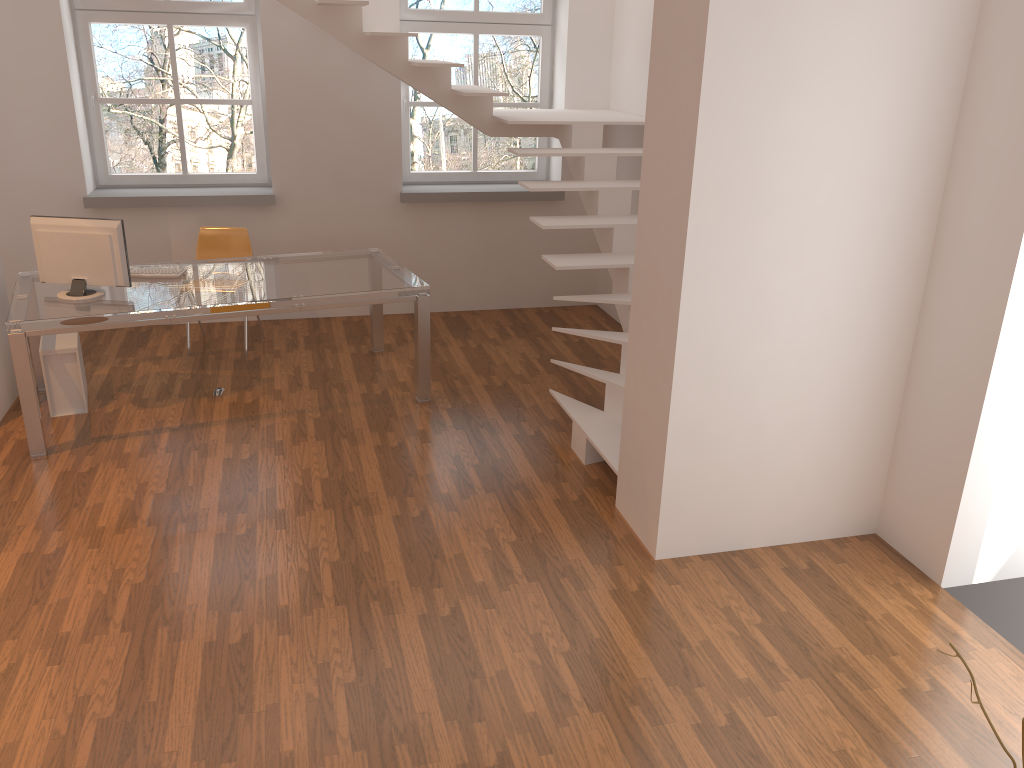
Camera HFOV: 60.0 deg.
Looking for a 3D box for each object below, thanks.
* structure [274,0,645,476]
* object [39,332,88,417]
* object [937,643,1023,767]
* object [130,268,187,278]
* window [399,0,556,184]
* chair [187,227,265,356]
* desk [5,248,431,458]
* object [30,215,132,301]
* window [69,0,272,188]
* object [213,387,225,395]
[{"bbox_3d":[-1.035,-1.341,5.098,4.630,3.042,3.450,-4,22,-14],"label":"structure"},{"bbox_3d":[-2.704,-0.084,5.358,0.200,0.422,0.474,-8,23,-23],"label":"object"},{"bbox_3d":[1.004,1.039,1.724,0.284,1.112,0.655,4,21,6],"label":"object"},{"bbox_3d":[-2.227,-0.677,5.367,0.467,0.031,0.200,0,21,-5],"label":"object"},{"bbox_3d":[-0.297,-2.486,7.151,1.308,1.737,0.142,-4,22,-14],"label":"window"},{"bbox_3d":[-2.068,-0.657,6.279,0.495,0.829,0.464,2,21,0],"label":"chair"},{"bbox_3d":[-1.744,-0.282,5.461,2.239,0.750,1.092,-8,23,-23],"label":"desk"},{"bbox_3d":[-2.393,-0.690,4.850,0.516,0.418,0.245,7,22,14],"label":"object"},{"bbox_3d":[-2.518,-2.336,6.600,1.308,1.737,0.142,-4,22,-14],"label":"window"},{"bbox_3d":[-1.858,0.045,5.625,0.054,0.035,0.115,0,21,-5],"label":"object"}]
